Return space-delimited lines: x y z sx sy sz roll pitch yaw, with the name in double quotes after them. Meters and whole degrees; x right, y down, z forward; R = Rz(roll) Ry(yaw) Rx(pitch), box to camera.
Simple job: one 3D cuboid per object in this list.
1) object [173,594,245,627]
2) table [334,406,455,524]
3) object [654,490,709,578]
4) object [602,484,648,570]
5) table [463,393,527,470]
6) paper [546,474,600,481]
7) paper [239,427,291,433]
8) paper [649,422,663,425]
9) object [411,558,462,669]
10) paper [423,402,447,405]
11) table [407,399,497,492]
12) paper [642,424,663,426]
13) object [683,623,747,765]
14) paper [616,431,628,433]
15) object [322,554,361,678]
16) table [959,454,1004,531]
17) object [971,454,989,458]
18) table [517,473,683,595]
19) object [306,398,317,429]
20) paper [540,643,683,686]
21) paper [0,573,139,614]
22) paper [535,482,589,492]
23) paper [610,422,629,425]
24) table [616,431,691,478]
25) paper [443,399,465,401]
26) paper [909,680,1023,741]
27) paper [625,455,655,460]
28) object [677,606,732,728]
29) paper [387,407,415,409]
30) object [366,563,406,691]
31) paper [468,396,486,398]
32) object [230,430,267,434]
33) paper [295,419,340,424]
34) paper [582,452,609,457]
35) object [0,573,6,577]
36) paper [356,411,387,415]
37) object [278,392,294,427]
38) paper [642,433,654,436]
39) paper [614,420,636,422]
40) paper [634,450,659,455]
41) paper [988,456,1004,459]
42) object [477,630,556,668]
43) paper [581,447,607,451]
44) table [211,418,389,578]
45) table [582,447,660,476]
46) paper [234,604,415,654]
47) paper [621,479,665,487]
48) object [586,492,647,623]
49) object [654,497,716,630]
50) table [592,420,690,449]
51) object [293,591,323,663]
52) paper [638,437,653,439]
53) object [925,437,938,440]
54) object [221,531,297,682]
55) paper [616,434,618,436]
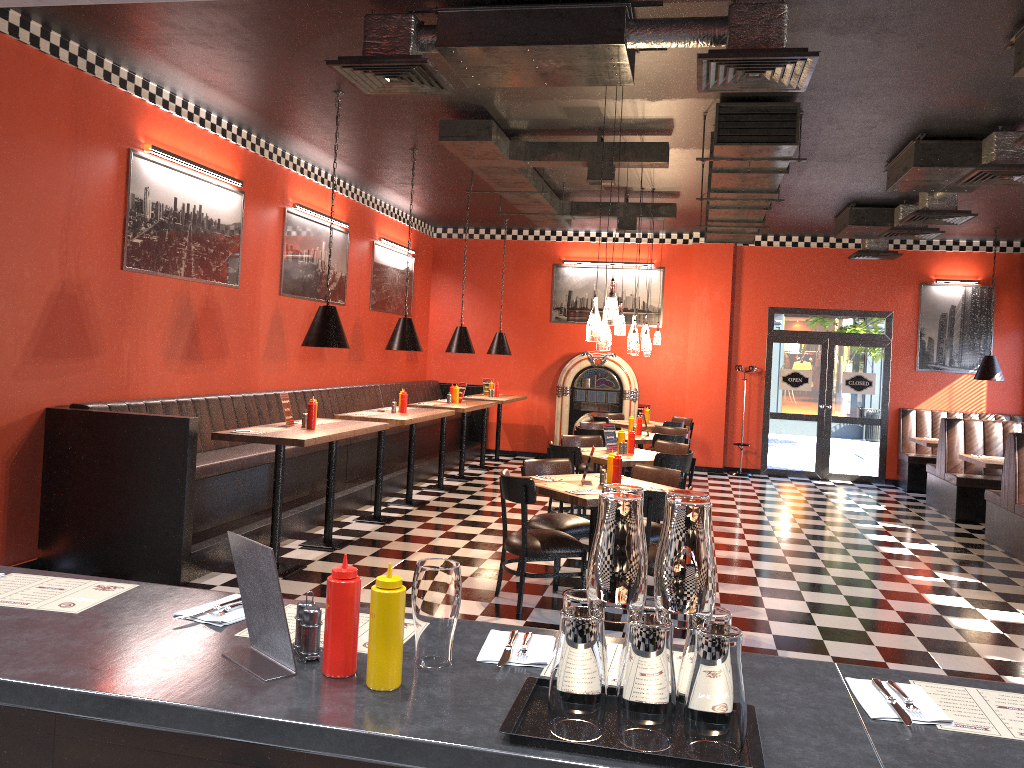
-0.692 0.539 2.118 0.157 0.019 0.255 4 2 27 "object"
-1.165 0.787 8.963 0.696 1.000 1.691 3 1 12 "table"
0.315 0.303 1.618 0.105 0.209 0.105 3 0 -33 "object"
0.202 0.296 1.654 0.105 0.209 0.105 3 0 -33 "object"
-0.300 0.688 13.123 0.696 1.000 1.691 3 1 12 "table"
0.432 0.682 6.457 0.365 0.001 0.261 2 2 -33 "paper"
-1.822 0.336 6.517 0.261 0.001 0.365 3 2 14 "paper"
2.083 0.557 12.563 0.261 0.001 0.366 2 2 -34 "paper"
-0.160 0.480 1.860 0.105 0.209 0.105 3 0 -33 "object"
-0.965 0.234 10.742 0.261 0.001 0.365 3 2 14 "paper"
-0.736 0.737 11.028 0.696 1.000 1.691 3 1 12 "table"
1.971 0.566 12.111 0.365 0.001 0.261 2 2 -34 "paper"
0.344 0.518 1.494 0.105 0.209 0.105 3 0 -33 "object"
1.237 0.578 10.680 0.365 0.001 0.261 2 2 -34 "paper"
-0.340 0.459 1.774 0.068 0.238 0.068 3 0 25 "object"
5.808 1.246 9.466 1.692 0.774 0.956 3 1 12 "table"
5.229 0.805 9.894 0.157 0.019 0.255 4 2 17 "object"
0.584 1.088 6.165 0.959 0.774 0.958 2 1 -33 "table"
-1.532 0.224 6.778 0.068 0.238 0.068 3 0 -13 "object"
0.264 0.605 1.900 0.365 0.001 0.261 3 2 13 "paper"
-1.172 0.519 2.211 0.365 0.001 0.261 3 2 8 "paper"
0.348 0.694 5.987 0.261 0.001 0.366 2 2 -31 "paper"
1.530 0.541 12.187 0.261 0.001 0.366 2 2 -34 "paper"
1.389 0.983 10.392 0.955 0.774 0.961 2 1 -33 "table"
-0.780 0.213 11.643 0.261 0.001 0.365 3 2 14 "paper"
0.999 0.649 1.733 0.365 0.001 0.261 3 2 13 "paper"
1.200 0.668 8.021 0.365 0.001 0.261 2 2 -35 "paper"
0.354 0.514 1.606 0.105 0.209 0.105 3 0 -33 "object"
-1.214 0.261 9.594 0.261 0.001 0.365 3 2 14 "paper"
-0.243 0.466 1.720 0.068 0.238 0.068 3 0 25 "object"
-0.500 0.186 12.826 0.261 0.001 0.365 3 2 14 "paper"
-1.841 0.336 6.251 0.255 0.019 0.157 3 2 9 "object"
-1.619 0.314 7.455 0.261 0.001 0.365 3 2 14 "paper"
0.758 0.642 8.088 0.261 0.001 0.366 2 2 -35 "paper"
-1.435 0.496 2.236 0.157 0.019 0.255 3 2 12 "object"
-1.388 0.285 8.642 0.261 0.001 0.365 3 2 14 "paper"
-1.745 0.199 6.878 0.072 0.257 0.188 3 0 3 "object"
1.690 0.605 10.571 0.261 0.001 0.366 2 2 -35 "paper"
1.613 0.529 12.643 0.365 0.001 0.261 2 2 -31 "paper"
1.304 0.658 8.474 0.261 0.001 0.366 2 2 -35 "paper"
5.517 0.830 9.855 0.365 0.001 0.261 3 2 14 "paper"
0.010 0.582 1.945 0.157 0.019 0.255 3 2 7 "object"
0.832 0.630 8.546 0.365 0.001 0.261 2 2 -32 "paper"
-1.596 0.836 6.887 0.696 1.000 1.691 3 1 12 "table"
1.010 1.037 8.285 0.955 0.774 0.961 2 1 -33 "table"
-0.408 0.565 2.047 0.365 0.001 0.261 3 2 13 "paper"
0.882 0.709 6.340 0.261 0.001 0.366 2 2 -34 "paper"
0.185 0.299 1.543 0.105 0.209 0.105 3 0 -33 "object"
0.301 0.305 1.528 0.105 0.209 0.105 3 0 -33 "object"
1.776 0.935 12.382 0.955 0.774 0.961 2 1 -33 "table"
-0.428 0.504 1.863 0.046 0.136 0.094 3 0 -28 "object"
1.618 0.617 10.129 0.365 0.001 0.261 2 2 -34 "paper"
5.791 0.753 12.226 0.157 0.019 0.255 3 2 12 "object"
-0.508 0.440 1.796 0.072 0.257 0.188 3 0 -43 "object"
1.162 0.590 10.208 0.261 0.001 0.366 2 2 -32 "paper"
